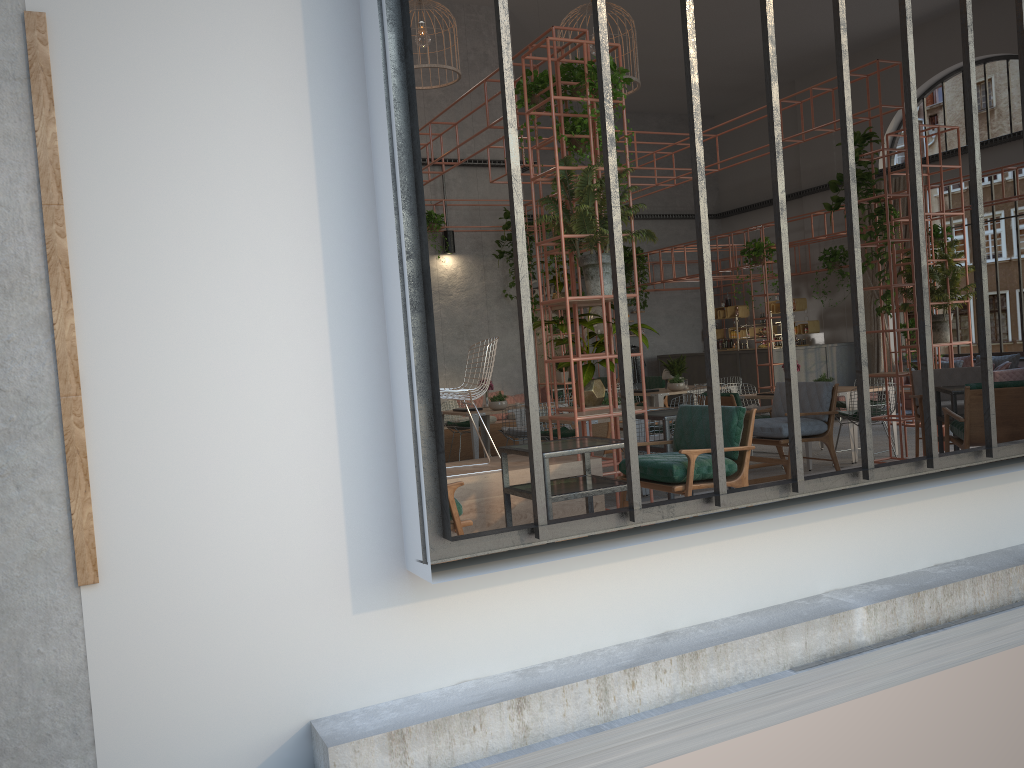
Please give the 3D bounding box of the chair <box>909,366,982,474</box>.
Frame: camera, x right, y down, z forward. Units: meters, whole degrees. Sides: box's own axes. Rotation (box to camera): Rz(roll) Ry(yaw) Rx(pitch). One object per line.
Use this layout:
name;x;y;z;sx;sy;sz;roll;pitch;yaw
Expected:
chair;4.064;0.319;8.073;0.722;0.914;0.685;-4;2;14

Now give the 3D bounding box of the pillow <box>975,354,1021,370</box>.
pillow;8.512;-0.276;15.627;0.273;0.476;0.836;-5;2;-25

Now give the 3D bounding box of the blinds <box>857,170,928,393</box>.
blinds;8.450;-1.992;16.659;0.414;4.389;4.957;-5;2;-24

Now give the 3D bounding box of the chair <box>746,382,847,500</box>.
chair;2.323;0.463;7.560;0.685;0.929;0.722;-5;2;-25

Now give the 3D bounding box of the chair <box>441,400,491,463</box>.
chair;-0.660;0.702;12.761;0.565;0.941;0.717;-5;2;-24

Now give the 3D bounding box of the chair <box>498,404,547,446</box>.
chair;0.149;0.697;11.089;0.565;0.941;0.717;-5;2;-9

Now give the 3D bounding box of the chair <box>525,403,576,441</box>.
chair;0.521;0.696;10.294;0.565;0.941;0.717;-5;2;-24

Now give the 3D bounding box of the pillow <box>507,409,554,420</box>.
pillow;0.293;0.500;14.349;0.637;0.149;0.491;-5;2;-24

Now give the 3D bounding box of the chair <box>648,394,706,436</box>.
chair;1.822;0.610;9.892;0.717;0.941;0.565;-6;2;-29

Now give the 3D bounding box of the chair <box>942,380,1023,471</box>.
chair;3.501;0.423;6.252;0.722;0.917;0.685;-4;2;14

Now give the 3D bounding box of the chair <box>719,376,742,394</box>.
chair;3.178;0.378;13.575;0.717;0.941;0.565;-6;2;-29

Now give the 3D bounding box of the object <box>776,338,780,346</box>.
object;6.120;-0.991;20.400;0.082;0.246;0.082;-4;2;7

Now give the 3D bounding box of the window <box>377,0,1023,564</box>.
window;1.322;-2.250;4.126;4.126;5.544;0.089;-5;2;-25

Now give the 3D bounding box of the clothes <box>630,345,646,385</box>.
clothes;3.032;-0.457;21.848;0.366;0.997;0.625;-2;3;45

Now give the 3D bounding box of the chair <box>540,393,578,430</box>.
chair;0.641;0.616;12.360;0.717;0.941;0.565;-6;2;-29

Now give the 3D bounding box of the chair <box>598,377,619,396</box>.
chair;1.771;0.337;18.229;0.685;0.930;0.722;-5;2;-25

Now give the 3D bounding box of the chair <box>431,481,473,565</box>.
chair;-0.644;0.785;4.847;0.685;0.929;0.722;-5;2;-25

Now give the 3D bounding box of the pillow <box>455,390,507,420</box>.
pillow;-0.524;0.375;14.379;0.839;0.474;0.276;-5;2;-5

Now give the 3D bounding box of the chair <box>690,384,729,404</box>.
chair;2.686;0.460;12.305;0.565;0.941;0.717;-5;2;-9

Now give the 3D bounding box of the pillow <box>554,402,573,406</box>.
pillow;0.785;0.412;15.827;0.491;0.149;0.637;-5;2;-24

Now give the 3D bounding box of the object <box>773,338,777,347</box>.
object;6.080;-0.992;20.494;0.072;0.248;0.094;-5;2;-25

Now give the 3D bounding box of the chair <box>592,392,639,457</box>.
chair;1.414;0.545;12.817;0.685;0.917;0.722;-5;2;-25

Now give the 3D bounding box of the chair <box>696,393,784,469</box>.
chair;2.632;0.537;10.313;0.685;0.917;0.722;-5;2;-25

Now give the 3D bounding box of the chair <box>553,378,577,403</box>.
chair;1.023;0.341;19.792;0.685;0.930;0.722;-5;2;-25

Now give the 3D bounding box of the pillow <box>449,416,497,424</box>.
pillow;-0.621;0.586;13.911;0.637;0.149;0.491;-5;2;-24

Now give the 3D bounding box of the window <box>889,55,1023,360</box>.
window;8.879;-3.269;16.739;0.089;5.538;4.127;-5;2;-25

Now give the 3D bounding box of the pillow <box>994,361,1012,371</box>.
pillow;8.370;-0.204;15.190;0.308;0.349;0.495;-4;2;24

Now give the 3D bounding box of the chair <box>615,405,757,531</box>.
chair;1.120;0.620;5.692;0.685;0.929;0.722;-5;2;-25

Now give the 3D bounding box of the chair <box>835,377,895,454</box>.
chair;4.396;0.371;11.071;0.717;0.941;0.565;-6;2;-29

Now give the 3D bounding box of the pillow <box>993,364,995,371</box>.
pillow;8.226;-0.189;15.621;0.441;0.317;0.479;-6;3;-44

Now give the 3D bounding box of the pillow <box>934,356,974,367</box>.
pillow;8.131;-0.278;16.449;0.276;0.474;0.839;-5;2;-25

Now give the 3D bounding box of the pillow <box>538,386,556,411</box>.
pillow;0.437;0.263;15.541;0.276;0.474;0.839;-6;2;-35

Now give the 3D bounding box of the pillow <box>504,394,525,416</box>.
pillow;0.049;0.369;14.678;0.666;0.385;0.289;-6;2;-30

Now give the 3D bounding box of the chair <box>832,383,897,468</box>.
chair;3.904;0.452;9.801;0.565;0.941;0.717;-5;2;-9

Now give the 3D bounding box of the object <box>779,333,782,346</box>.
object;6.159;-1.014;20.327;0.066;0.291;0.066;-6;3;-41

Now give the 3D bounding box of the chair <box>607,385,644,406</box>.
chair;1.877;0.465;13.976;0.565;0.941;0.717;-5;2;-24

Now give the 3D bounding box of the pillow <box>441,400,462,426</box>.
pillow;-1.104;0.477;14.126;0.666;0.385;0.289;-6;2;-30

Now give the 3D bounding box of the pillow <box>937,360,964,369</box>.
pillow;7.993;-0.233;16.398;0.289;0.385;0.666;-5;2;-25

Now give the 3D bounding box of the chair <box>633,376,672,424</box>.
chair;2.536;0.333;16.632;0.685;0.929;0.722;-5;2;-25

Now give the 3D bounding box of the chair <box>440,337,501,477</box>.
chair;-0.417;0.157;6.318;0.717;0.941;0.565;-5;2;-17

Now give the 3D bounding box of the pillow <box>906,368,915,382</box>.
pillow;7.625;-0.158;16.484;0.500;0.324;0.307;-4;2;10

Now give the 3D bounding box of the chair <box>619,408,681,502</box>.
chair;1.330;0.691;8.622;0.565;0.941;0.717;-5;2;-9

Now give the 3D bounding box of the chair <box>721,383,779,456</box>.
chair;3.095;0.457;11.473;0.565;0.941;0.717;-5;2;-24
